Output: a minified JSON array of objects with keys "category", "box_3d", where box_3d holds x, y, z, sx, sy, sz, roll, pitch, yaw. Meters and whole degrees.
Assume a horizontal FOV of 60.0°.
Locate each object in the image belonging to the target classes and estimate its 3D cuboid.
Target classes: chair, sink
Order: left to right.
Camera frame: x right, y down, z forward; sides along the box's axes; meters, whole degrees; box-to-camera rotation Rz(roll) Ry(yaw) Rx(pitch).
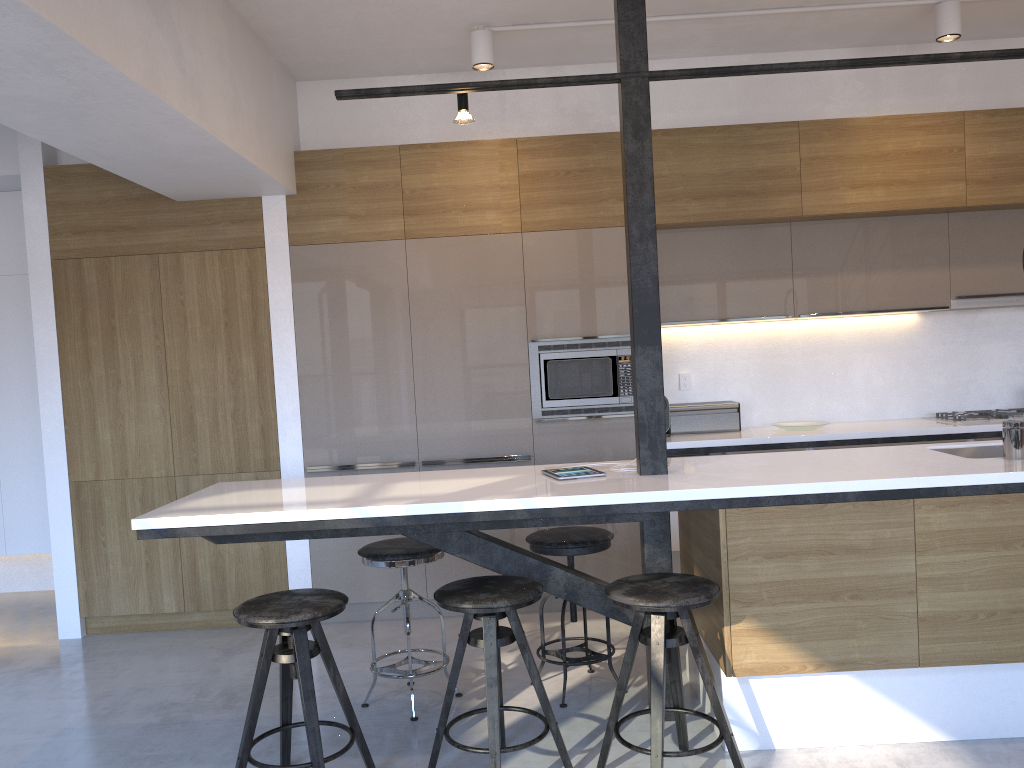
[{"category":"chair","box_3d":[-0.683,1.002,2.828,0.367,0.630,0.366,-2,3,16]},{"category":"chair","box_3d":[-0.419,0.958,3.555,0.358,0.636,0.356,-6,4,-44]},{"category":"chair","box_3d":[-0.057,0.965,2.863,0.365,0.630,0.365,-6,4,-44]},{"category":"chair","box_3d":[0.249,0.919,3.589,0.357,0.636,0.357,-4,3,-20]},{"category":"chair","box_3d":[0.484,0.938,2.774,0.366,0.630,0.366,-4,3,-24]},{"category":"sink","box_3d":[1.988,0.351,3.351,0.706,0.203,0.406,-3,2,1]}]

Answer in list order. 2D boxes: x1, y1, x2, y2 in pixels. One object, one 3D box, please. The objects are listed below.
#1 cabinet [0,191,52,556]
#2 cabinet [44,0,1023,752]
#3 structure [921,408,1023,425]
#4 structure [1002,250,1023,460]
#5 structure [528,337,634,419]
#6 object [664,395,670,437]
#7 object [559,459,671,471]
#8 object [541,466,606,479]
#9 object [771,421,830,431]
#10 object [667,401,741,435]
[{"category":"cabinet","box_3d":[-3.324,-0.029,5.187,1.709,2.118,0.020,-3,3,1]},{"category":"cabinet","box_3d":[2.179,-0.317,3.921,9.115,2.874,2.472,-3,2,1]},{"category":"structure","box_3d":[2.788,0.183,4.876,0.858,0.063,0.496,-3,2,1]},{"category":"structure","box_3d":[2.007,-0.159,3.067,0.507,0.813,0.392,-1,3,40]},{"category":"structure","box_3d":[0.396,-0.040,4.785,0.596,0.397,0.396,-3,2,1]},{"category":"object","box_3d":[0.791,0.168,4.987,0.150,0.248,0.389,-3,2,1]},{"category":"object","box_3d":[0.404,0.202,3.444,0.417,0.247,0.214,-2,3,22]},{"category":"object","box_3d":[0.227,0.335,3.313,0.188,0.013,0.240,-4,2,-14]},{"category":"object","box_3d":[1.588,0.234,4.879,0.310,0.034,0.309,-3,2,14]},{"category":"object","box_3d":[1.002,0.188,5.068,0.547,0.175,0.240,-3,2,1]}]
